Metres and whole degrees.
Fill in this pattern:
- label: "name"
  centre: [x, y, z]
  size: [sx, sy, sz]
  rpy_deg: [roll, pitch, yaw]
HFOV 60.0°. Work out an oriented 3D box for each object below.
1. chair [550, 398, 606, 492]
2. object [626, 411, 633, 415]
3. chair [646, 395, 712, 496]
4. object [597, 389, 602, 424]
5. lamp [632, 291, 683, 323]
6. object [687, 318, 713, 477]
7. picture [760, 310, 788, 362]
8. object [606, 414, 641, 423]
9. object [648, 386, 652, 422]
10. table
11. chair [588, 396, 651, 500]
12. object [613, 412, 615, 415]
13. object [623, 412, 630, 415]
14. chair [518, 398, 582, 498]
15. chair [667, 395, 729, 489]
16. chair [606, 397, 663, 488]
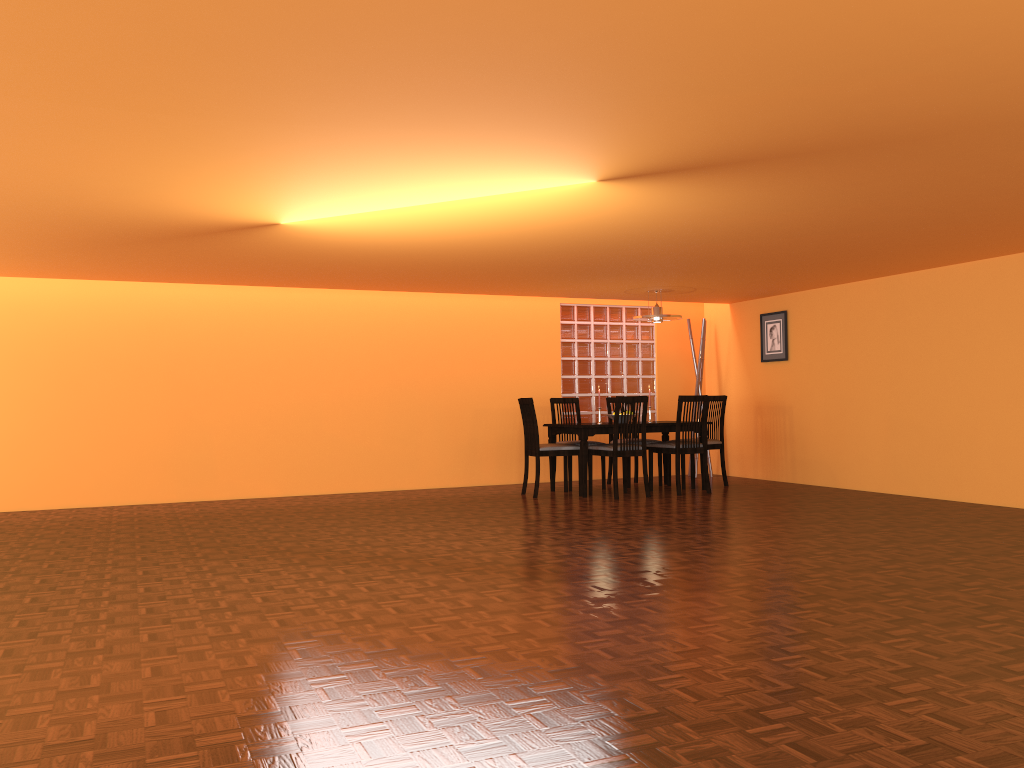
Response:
- label: "chair"
  centre: [0.561, 0.522, 7.813]
  size: [0.373, 0.809, 0.465]
  rpy_deg: [0, -1, -23]
- label: "object"
  centre: [1.002, 0.260, 7.579]
  size: [0.069, 0.066, 0.069]
  rpy_deg: [-1, -1, -14]
- label: "chair"
  centre: [1.393, 0.499, 7.340]
  size: [0.373, 0.809, 0.465]
  rpy_deg: [0, -1, -23]
- label: "object"
  centre: [0.727, 0.168, 7.370]
  size: [0.044, 0.326, 0.044]
  rpy_deg: [0, -2, -35]
- label: "lamp"
  centre: [1.258, -0.672, 7.699]
  size: [0.435, 0.274, 0.435]
  rpy_deg: [-1, -1, -1]
- label: "object"
  centre: [1.875, 0.138, 8.834]
  size: [0.226, 1.589, 0.308]
  rpy_deg: [-1, -1, -1]
- label: "picture"
  centre: [2.420, -0.435, 8.200]
  size: [0.014, 0.456, 0.361]
  rpy_deg: [0, -1, -23]
- label: "object"
  centre: [0.937, 0.296, 7.547]
  size: [0.337, 0.072, 0.337]
  rpy_deg: [-2, -1, 33]
- label: "object"
  centre: [1.191, 0.167, 7.663]
  size: [0.044, 0.326, 0.044]
  rpy_deg: [0, -2, -35]
- label: "table"
  centre: [0.985, 0.623, 7.544]
  size: [1.259, 0.584, 0.697]
  rpy_deg: [0, -1, -23]
- label: "chair"
  centre: [0.864, 0.503, 7.110]
  size: [0.373, 0.809, 0.465]
  rpy_deg: [0, -1, -23]
- label: "object"
  centre: [0.874, 0.260, 7.474]
  size: [0.055, 0.046, 0.046]
  rpy_deg: [0, -2, -41]
- label: "object"
  centre: [0.978, 0.272, 7.503]
  size: [0.066, 0.070, 0.055]
  rpy_deg: [0, -2, -42]
- label: "chair"
  centre: [0.308, 0.515, 7.284]
  size: [0.465, 0.809, 0.373]
  rpy_deg: [0, -1, -18]
- label: "chair"
  centre: [1.653, 0.507, 7.859]
  size: [0.465, 0.809, 0.373]
  rpy_deg: [0, -1, -28]
- label: "chair"
  centre: [1.090, 0.519, 8.043]
  size: [0.373, 0.809, 0.465]
  rpy_deg: [0, -1, -23]
